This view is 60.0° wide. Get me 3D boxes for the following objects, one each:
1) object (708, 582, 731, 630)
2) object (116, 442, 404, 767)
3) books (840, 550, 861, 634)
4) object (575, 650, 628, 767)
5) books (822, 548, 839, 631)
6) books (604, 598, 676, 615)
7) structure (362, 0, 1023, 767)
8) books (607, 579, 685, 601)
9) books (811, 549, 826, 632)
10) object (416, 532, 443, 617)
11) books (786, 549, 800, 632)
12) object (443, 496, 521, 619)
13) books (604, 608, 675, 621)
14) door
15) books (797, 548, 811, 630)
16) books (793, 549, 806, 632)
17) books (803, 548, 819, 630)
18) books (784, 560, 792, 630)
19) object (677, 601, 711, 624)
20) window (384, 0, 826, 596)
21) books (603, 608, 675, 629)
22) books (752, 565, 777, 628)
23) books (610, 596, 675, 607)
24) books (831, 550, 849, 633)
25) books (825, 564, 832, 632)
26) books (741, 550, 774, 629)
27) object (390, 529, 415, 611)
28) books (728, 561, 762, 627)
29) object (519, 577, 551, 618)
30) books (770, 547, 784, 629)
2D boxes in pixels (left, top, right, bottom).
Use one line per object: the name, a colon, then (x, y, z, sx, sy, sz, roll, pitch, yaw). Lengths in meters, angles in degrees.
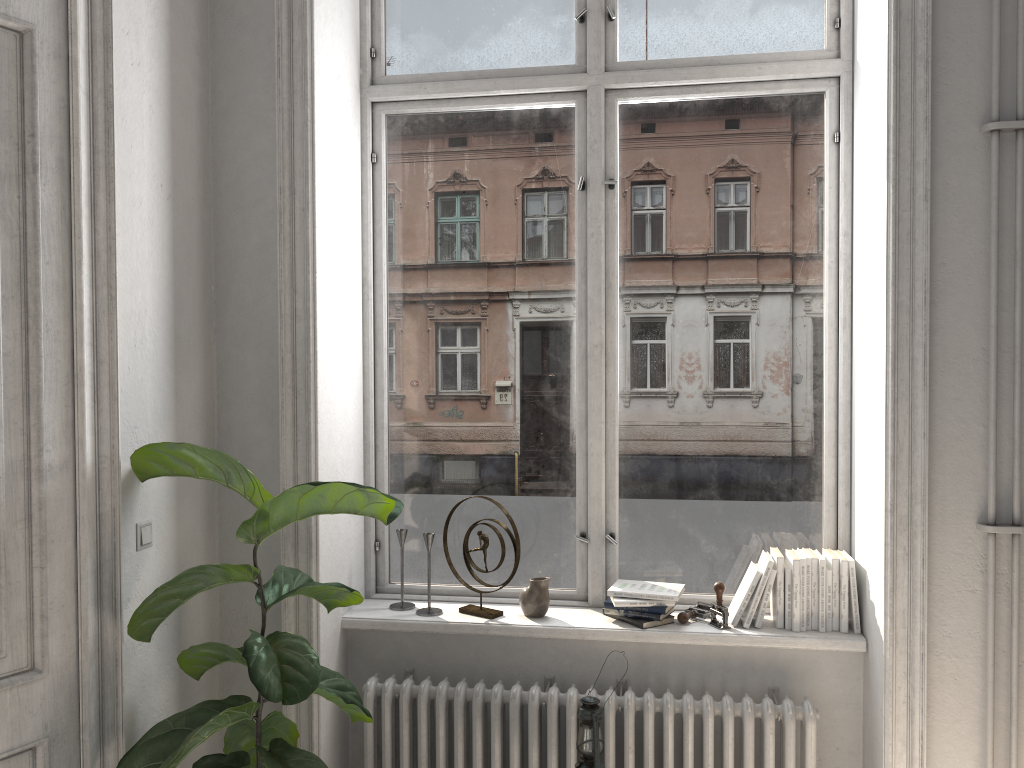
object: (0.707, 0.750, 3.023, 0.048, 0.153, 0.088, -1, 1, -21)
object: (1.763, 0.863, 1.851, 5.827, 1.843, 0.792, 0, 1, 14)
books: (1.147, 0.703, 3.016, 0.040, 0.244, 0.174, 0, 1, 9)
object: (0.257, 0.990, 2.630, 0.163, 0.383, 0.154, -1, 1, -17)
books: (1.095, 0.703, 3.047, 0.024, 0.243, 0.175, 0, 1, 9)
books: (0.452, 0.770, 3.116, 0.221, 0.023, 0.147, 0, 1, 25)
structure: (2.014, -0.465, 2.599, 5.182, 4.475, 0.340, 0, 1, 9)
books: (0.474, 0.724, 3.119, 0.244, 0.019, 0.174, 0, 1, 19)
books: (1.046, 0.703, 3.032, 0.019, 0.244, 0.174, 0, 1, 9)
object: (-0.300, 0.684, 3.204, 0.095, 0.289, 0.095, 1, 2, 32)
books: (0.961, 0.703, 3.037, 0.024, 0.243, 0.175, 0, 1, 9)
object: (-0.109, 0.615, 3.192, 0.347, 0.425, 0.087, 1, 2, 42)
books: (0.450, 0.792, 3.118, 0.205, 0.022, 0.155, 0, 1, 29)
door: (-1.409, 0.389, 1.874, 0.216, 2.815, 1.097, 1, 2, 34)
books: (1.007, 0.703, 3.056, 0.019, 0.244, 0.174, 0, 1, 9)
books: (0.985, 0.703, 3.043, 0.019, 0.244, 0.174, 0, 1, 9)
books: (1.029, 0.703, 3.058, 0.024, 0.243, 0.175, 0, 1, 9)
books: (0.941, 0.722, 3.051, 0.020, 0.205, 0.155, 0, 1, 9)
object: (0.632, 0.801, 3.093, 0.153, 0.048, 0.088, -1, 1, -41)
window: (0.315, -0.645, 3.283, 1.622, 2.843, 0.013, 0, 1, 9)
books: (0.445, 0.815, 3.123, 0.147, 0.023, 0.221, -1, 1, -32)
books: (0.869, 0.723, 3.063, 0.072, 0.203, 0.155, 0, 1, 9)
books: (0.452, 0.750, 3.103, 0.205, 0.020, 0.155, 0, 1, -1)
books: (1.116, 0.703, 3.023, 0.024, 0.243, 0.175, 0, 1, 9)
books: (1.069, 0.722, 3.031, 0.020, 0.205, 0.155, 0, 1, 9)
books: (0.843, 0.706, 3.066, 0.100, 0.235, 0.174, 0, 1, 9)
object: (-0.406, 0.683, 3.279, 0.095, 0.289, 0.095, 1, 2, 41)
books: (0.806, 0.726, 3.077, 0.105, 0.194, 0.155, 0, 1, 8)
object: (0.081, 0.756, 3.161, 0.100, 0.142, 0.102, -1, 1, -16)
books: (0.919, 0.703, 3.076, 0.024, 0.243, 0.175, 0, 1, 9)
